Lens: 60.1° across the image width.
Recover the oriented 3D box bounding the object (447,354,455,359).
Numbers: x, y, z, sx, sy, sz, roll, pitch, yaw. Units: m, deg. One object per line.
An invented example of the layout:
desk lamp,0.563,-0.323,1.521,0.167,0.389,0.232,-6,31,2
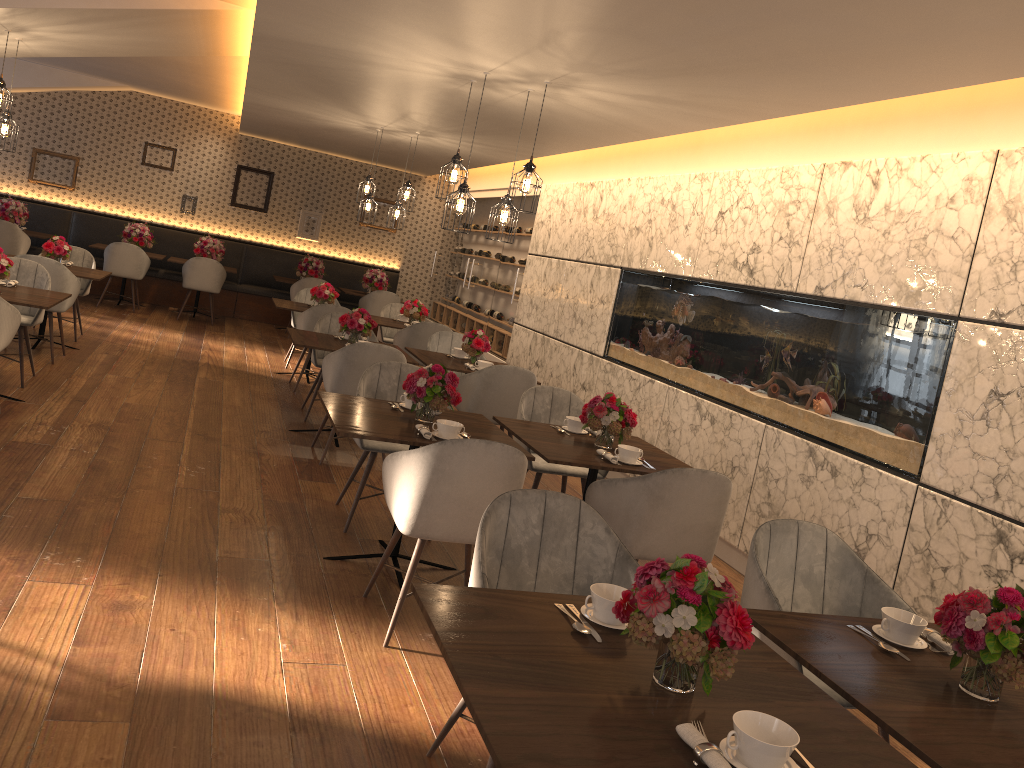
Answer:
object,-0.498,-0.225,7.256,0.022,0.004,0.212,9,8,-19

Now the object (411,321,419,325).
object,-0.958,-0.596,9.081,0.148,0.072,0.149,6,9,-41

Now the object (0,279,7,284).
object,-3.553,-0.726,6.074,0.149,0.072,0.148,17,9,38

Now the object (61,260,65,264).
object,-4.254,-1.159,8.265,0.149,0.072,0.148,17,9,38

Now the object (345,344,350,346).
object,-1.175,-0.269,6.409,0.056,0.039,0.177,9,8,-19

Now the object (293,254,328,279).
object,-2.873,-1.640,12.656,0.407,0.423,0.420,14,6,23

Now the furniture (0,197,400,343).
furniture,-5.121,-1.699,12.688,7.066,1.077,0.545,9,5,-19

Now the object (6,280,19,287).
object,-3.450,-0.693,6.112,0.056,0.039,0.177,9,8,-19

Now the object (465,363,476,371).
object,-0.319,-0.134,6.705,0.056,0.039,0.177,9,8,-19

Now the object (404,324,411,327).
object,-1.068,-0.596,9.046,0.056,0.039,0.177,9,8,-19

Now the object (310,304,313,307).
object,-2.104,-0.823,9.302,0.022,0.004,0.212,9,8,-19

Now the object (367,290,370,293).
object,-2.106,-1.394,13.342,0.149,0.072,0.148,14,7,23

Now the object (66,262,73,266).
object,-4.151,-1.126,8.303,0.056,0.039,0.177,9,8,-19

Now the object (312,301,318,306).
object,-2.033,-0.850,9.349,0.148,0.072,0.149,6,9,-41

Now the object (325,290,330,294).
object,-1.894,-0.934,9.008,0.077,0.052,0.045,16,7,33

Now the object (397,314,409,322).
object,-1.176,-0.715,9.644,0.148,0.072,0.149,6,9,-41

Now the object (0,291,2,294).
object,-3.248,-0.567,5.565,0.042,0.015,0.199,10,8,-15

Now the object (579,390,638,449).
object,0.499,0.177,4.587,0.305,0.300,0.235,12,5,3

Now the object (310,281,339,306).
object,-1.923,-0.910,9.083,0.304,0.300,0.236,6,7,-41

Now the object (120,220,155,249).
object,-5.068,-1.997,11.990,0.407,0.423,0.419,14,6,24

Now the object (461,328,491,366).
object,-0.276,-0.302,7.020,0.233,0.300,0.307,10,6,-17

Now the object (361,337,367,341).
object,-1.181,-0.354,7.046,0.056,0.039,0.177,9,8,-19

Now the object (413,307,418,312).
object,-1.023,-0.784,9.276,0.048,0.052,0.077,7,8,-39

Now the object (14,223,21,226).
object,-6.628,-2.108,11.783,0.149,0.072,0.148,15,8,28

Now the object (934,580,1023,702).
object,1.211,0.635,2.222,0.233,0.300,0.308,6,8,-44

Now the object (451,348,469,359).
object,-0.427,-0.252,7.304,0.148,0.072,0.149,6,9,-41

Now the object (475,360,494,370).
object,-0.209,-0.133,6.741,0.148,0.072,0.149,6,9,-41

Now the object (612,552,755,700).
object,0.380,0.506,1.928,0.307,0.300,0.234,15,6,28

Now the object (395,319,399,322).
object,-1.248,-0.688,9.597,0.022,0.004,0.212,9,8,-19

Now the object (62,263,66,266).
object,-4.182,-1.122,8.284,0.025,0.024,0.194,10,8,-19

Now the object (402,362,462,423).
object,-0.395,0.033,4.309,0.306,0.300,0.235,13,6,14

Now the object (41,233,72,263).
object,-4.080,-1.199,7.948,0.234,0.300,0.307,12,6,0

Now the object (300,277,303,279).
object,-3.039,-1.541,13.020,0.149,0.072,0.148,15,8,28

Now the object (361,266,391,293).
object,-2.000,-1.503,12.968,0.407,0.423,0.419,14,6,24

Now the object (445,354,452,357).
object,-0.525,-0.236,7.254,0.042,0.015,0.199,10,8,-15

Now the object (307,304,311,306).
object,-2.138,-0.835,9.296,0.042,0.015,0.199,9,8,-23

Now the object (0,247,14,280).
object,-3.378,-0.766,5.756,0.234,0.300,0.307,12,6,0

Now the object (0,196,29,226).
object,-6.460,-2.205,11.416,0.418,0.423,0.409,8,7,-31

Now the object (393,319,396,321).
object,-1.274,-0.699,9.594,0.042,0.015,0.199,10,8,-15

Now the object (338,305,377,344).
object,-1.173,-0.448,6.742,0.304,0.300,0.236,6,7,-41

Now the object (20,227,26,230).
object,-6.525,-2.075,11.821,0.056,0.039,0.177,9,8,-19

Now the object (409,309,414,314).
object,-1.055,-0.760,9.282,0.049,0.052,0.078,11,6,-9

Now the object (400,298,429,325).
object,-1.028,-0.765,9.358,0.305,0.300,0.235,12,5,3

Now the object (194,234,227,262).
object,-4.169,-1.843,12.195,0.418,0.423,0.408,10,6,-17

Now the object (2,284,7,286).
object,-3.480,-0.689,6.092,0.025,0.024,0.194,10,8,-19
